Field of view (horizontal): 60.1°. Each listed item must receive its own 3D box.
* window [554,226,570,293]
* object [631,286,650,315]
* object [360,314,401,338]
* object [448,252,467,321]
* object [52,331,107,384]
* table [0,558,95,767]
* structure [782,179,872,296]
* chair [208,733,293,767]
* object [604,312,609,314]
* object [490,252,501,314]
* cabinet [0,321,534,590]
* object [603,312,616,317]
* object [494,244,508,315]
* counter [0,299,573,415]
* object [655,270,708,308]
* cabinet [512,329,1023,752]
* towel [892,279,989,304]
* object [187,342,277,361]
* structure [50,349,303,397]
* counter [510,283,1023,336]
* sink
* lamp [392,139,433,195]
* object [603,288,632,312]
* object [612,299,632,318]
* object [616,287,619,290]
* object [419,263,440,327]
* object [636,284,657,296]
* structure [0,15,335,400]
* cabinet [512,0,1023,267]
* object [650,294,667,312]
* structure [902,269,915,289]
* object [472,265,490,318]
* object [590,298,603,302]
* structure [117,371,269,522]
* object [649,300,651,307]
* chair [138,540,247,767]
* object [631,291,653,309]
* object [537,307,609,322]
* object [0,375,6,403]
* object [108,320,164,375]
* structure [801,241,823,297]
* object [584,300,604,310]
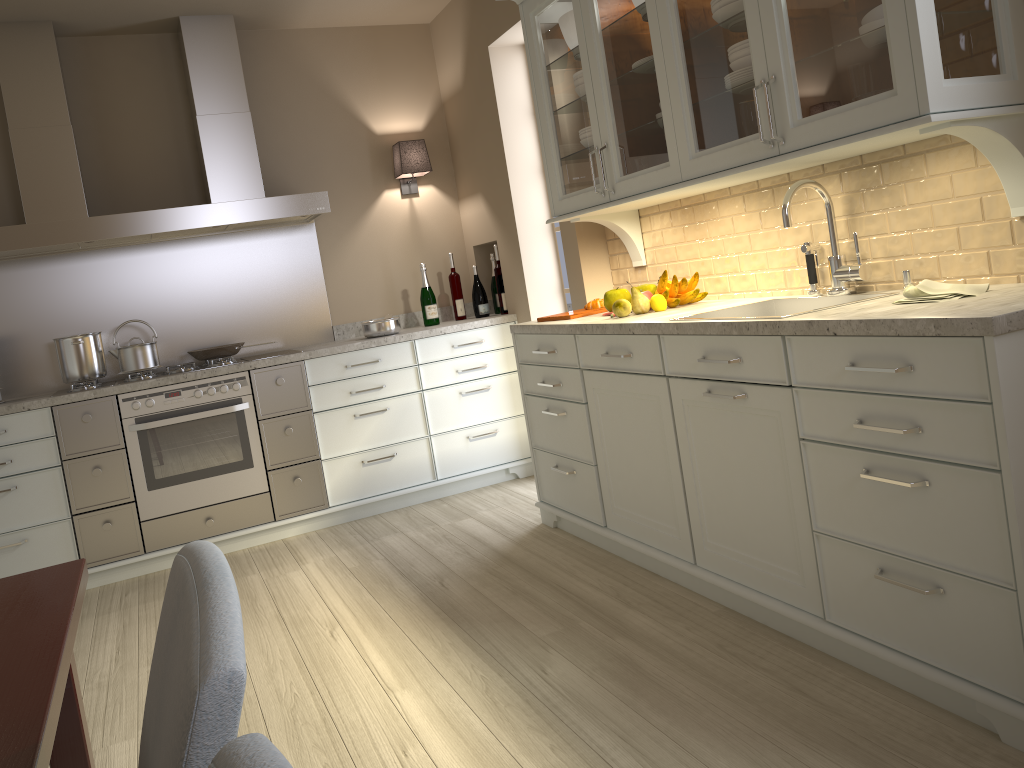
[{"bbox_3d":[0.292,-0.724,4.116,0.010,1.193,0.409,-10,4,-22],"label":"window"},{"bbox_3d":[0.434,-0.285,3.004,0.065,0.097,0.064,-11,5,-26],"label":"object"},{"bbox_3d":[-0.616,-0.300,4.439,0.197,0.090,0.374,-7,7,20],"label":"object"},{"bbox_3d":[-0.300,-0.520,4.714,0.062,0.364,0.062,-8,3,11],"label":"object"},{"bbox_3d":[-1.934,-0.117,3.972,0.200,0.206,0.203,-7,6,25],"label":"object"},{"bbox_3d":[-0.638,0.736,0.497,0.755,0.677,1.760,-11,7,-22],"label":"table"},{"bbox_3d":[0.848,-0.400,2.439,0.211,0.335,0.142,-10,4,-13],"label":"structure"},{"bbox_3d":[-0.218,0.625,0.225,0.508,0.824,0.399,-11,4,-22],"label":"chair"},{"bbox_3d":[0.373,-0.252,3.150,0.042,0.012,0.129,-12,8,-21],"label":"object"},{"bbox_3d":[-0.077,-0.542,4.748,0.083,0.330,0.084,-9,3,6],"label":"object"},{"bbox_3d":[-1.475,0.354,4.114,3.222,0.790,0.643,-12,5,-22],"label":"cabinet"},{"bbox_3d":[0.353,-0.243,3.111,0.040,0.013,0.156,-10,7,-6],"label":"object"},{"bbox_3d":[-0.054,-0.541,4.567,0.062,0.364,0.062,-8,3,11],"label":"object"},{"bbox_3d":[-1.533,-0.082,4.084,3.864,0.113,0.579,-12,8,-22],"label":"counter"},{"bbox_3d":[0.556,-0.334,3.077,0.182,0.136,0.196,-14,8,-40],"label":"object"},{"bbox_3d":[0.760,0.178,2.688,0.641,0.789,2.222,-11,7,-22],"label":"cabinet"},{"bbox_3d":[0.967,-0.211,1.986,0.172,0.050,0.164,-14,8,-36],"label":"towel"},{"bbox_3d":[-1.331,-0.154,4.143,0.422,0.051,0.267,-4,9,35],"label":"object"},{"bbox_3d":[-1.509,-0.072,4.032,1.053,0.031,0.399,-12,8,-22],"label":"structure"},{"bbox_3d":[0.654,-0.211,2.661,0.525,0.035,2.200,-12,8,-22],"label":"counter"},{"bbox_3d":[0.751,-0.005,2.406,0.382,0.413,0.485,-11,6,-22],"label":"sink"},{"bbox_3d":[-0.537,-1.154,4.709,0.170,0.257,0.192,-11,5,-22],"label":"lamp"},{"bbox_3d":[0.385,-0.301,3.222,0.104,0.090,0.106,-11,6,-16],"label":"object"},{"bbox_3d":[0.371,-0.258,3.004,0.066,0.063,0.095,-9,6,-3],"label":"object"},{"bbox_3d":[0.383,-0.342,3.214,0.003,0.021,0.018,-11,5,-36],"label":"object"},{"bbox_3d":[-0.442,-0.466,4.607,0.083,0.330,0.084,-9,3,6],"label":"object"},{"bbox_3d":[0.489,-0.317,3.219,0.106,0.090,0.105,-6,6,32],"label":"object"},{"bbox_3d":[-1.679,-0.863,4.088,1.566,1.672,0.447,-11,4,-23],"label":"structure"},{"bbox_3d":[0.577,-0.935,2.659,0.413,1.107,1.930,-10,6,-22],"label":"cabinet"},{"bbox_3d":[0.496,-0.273,2.997,0.056,0.066,0.053,-10,5,-16],"label":"object"},{"bbox_3d":[1.027,-0.267,2.290,0.029,0.056,0.029,-7,5,33],"label":"structure"},{"bbox_3d":[-0.175,-0.484,4.628,0.084,0.276,0.084,-9,3,-1],"label":"object"},{"bbox_3d":[0.347,-0.328,3.584,0.099,0.036,0.044,-11,6,-12],"label":"object"},{"bbox_3d":[-1.467,0.294,4.082,0.543,0.693,0.580,-11,5,-22],"label":"structure"},{"bbox_3d":[0.449,-0.273,3.064,0.066,0.054,0.055,-6,6,30],"label":"object"},{"bbox_3d":[-0.394,0.601,0.645,0.508,0.824,0.399,-11,4,-22],"label":"chair"},{"bbox_3d":[0.463,-0.292,3.129,0.084,0.070,0.082,-5,7,37],"label":"object"},{"bbox_3d":[0.294,-0.283,3.492,0.353,0.020,0.200,-14,9,-37],"label":"object"},{"bbox_3d":[-2.283,-0.056,3.771,0.170,0.303,0.163,-12,5,-38],"label":"object"},{"bbox_3d":[-1.723,-0.177,4.055,0.208,0.236,0.210,-8,5,11],"label":"object"},{"bbox_3d":[0.882,-0.336,2.588,0.057,0.161,0.043,-10,3,-22],"label":"structure"},{"bbox_3d":[0.330,-0.311,3.468,0.098,0.036,0.045,-8,6,8],"label":"object"}]
